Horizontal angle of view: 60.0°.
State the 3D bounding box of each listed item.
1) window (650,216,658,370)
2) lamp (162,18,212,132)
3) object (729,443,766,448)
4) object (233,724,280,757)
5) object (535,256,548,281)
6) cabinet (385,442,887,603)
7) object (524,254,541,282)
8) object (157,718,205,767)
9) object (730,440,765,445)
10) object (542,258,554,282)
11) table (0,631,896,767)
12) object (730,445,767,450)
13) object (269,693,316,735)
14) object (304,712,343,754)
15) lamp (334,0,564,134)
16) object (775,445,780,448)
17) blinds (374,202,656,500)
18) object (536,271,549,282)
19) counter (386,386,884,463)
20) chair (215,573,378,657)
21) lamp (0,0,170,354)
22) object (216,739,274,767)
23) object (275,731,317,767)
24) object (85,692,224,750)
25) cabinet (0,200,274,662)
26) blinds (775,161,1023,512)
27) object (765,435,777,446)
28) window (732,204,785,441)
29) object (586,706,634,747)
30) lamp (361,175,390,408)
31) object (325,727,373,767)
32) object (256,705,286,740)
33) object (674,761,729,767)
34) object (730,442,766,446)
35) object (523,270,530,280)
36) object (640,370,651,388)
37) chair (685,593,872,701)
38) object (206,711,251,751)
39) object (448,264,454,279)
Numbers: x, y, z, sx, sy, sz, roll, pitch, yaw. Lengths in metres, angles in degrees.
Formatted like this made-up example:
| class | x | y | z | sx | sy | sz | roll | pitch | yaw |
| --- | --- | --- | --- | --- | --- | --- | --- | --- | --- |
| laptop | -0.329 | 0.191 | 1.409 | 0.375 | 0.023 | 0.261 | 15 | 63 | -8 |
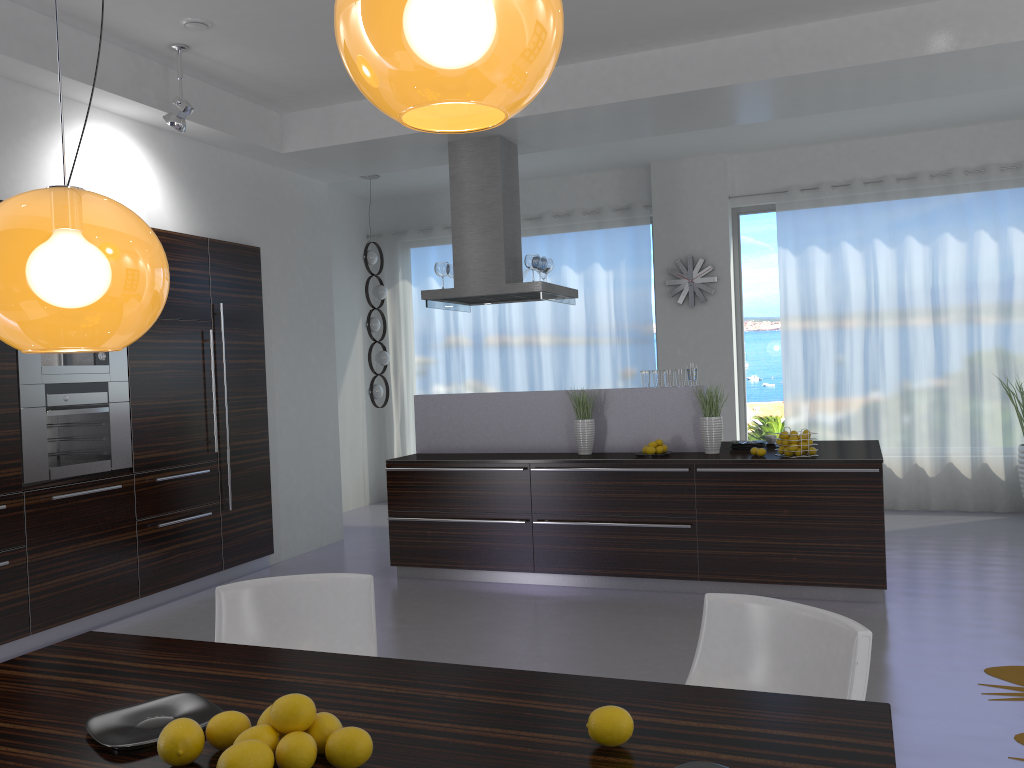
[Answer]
| class | x | y | z | sx | sy | sz | roll | pitch | yaw |
| --- | --- | --- | --- | --- | --- | --- | --- | --- | --- |
| window | 0.183 | -0.448 | 9.807 | 3.000 | 2.500 | 0.100 | -2 | 1 | 21 |
| lamp | -1.914 | -1.790 | 5.224 | 0.171 | 0.511 | 0.605 | -3 | 1 | -37 |
| object | 1.627 | 0.427 | 6.115 | 0.232 | 0.020 | 0.232 | -2 | 1 | 30 |
| object | -0.446 | 0.633 | 1.547 | 0.081 | 0.071 | 0.069 | -2 | 1 | -2 |
| object | 0.214 | -0.866 | 6.833 | 0.125 | 0.221 | 0.125 | -3 | 1 | -44 |
| cabinet | 0.874 | 0.900 | 6.352 | 3.285 | 0.852 | 1.377 | -2 | 1 | 21 |
| object | 0.158 | -0.861 | 6.685 | 0.125 | 0.221 | 0.125 | -3 | 1 | -44 |
| object | -0.586 | 0.635 | 1.572 | 0.079 | 0.077 | 0.094 | -2 | 1 | -5 |
| object | 1.493 | 0.347 | 6.249 | 0.269 | 0.147 | 0.646 | -3 | 1 | -44 |
| object | 0.268 | -0.870 | 6.969 | 0.125 | 0.221 | 0.125 | -3 | 1 | -44 |
| table | -0.408 | 1.058 | 1.572 | 2.046 | 0.783 | 1.127 | -2 | 1 | 21 |
| object | 1.627 | 0.437 | 6.115 | 0.232 | 0.020 | 0.232 | -2 | 1 | 30 |
| object | -0.389 | 0.586 | 1.574 | 0.083 | 0.068 | 0.070 | -2 | 1 | 25 |
| object | -0.339 | 0.629 | 1.597 | 0.070 | 0.068 | 0.083 | -2 | 1 | -10 |
| lamp | -0.126 | -1.239 | 1.388 | 0.358 | 1.645 | 0.359 | -2 | 1 | 32 |
| object | 1.877 | 0.404 | 6.028 | 0.153 | 0.069 | 0.153 | -2 | 1 | -5 |
| blinds | -0.042 | -0.249 | 9.661 | 3.245 | 3.112 | 0.120 | -2 | 1 | 21 |
| object | 0.257 | -0.850 | 7.212 | 0.137 | 0.174 | 0.137 | -3 | 1 | -14 |
| counter | 0.870 | 0.676 | 6.358 | 3.291 | 1.300 | 1.302 | -2 | 1 | 21 |
| chair | -0.660 | 1.040 | 2.701 | 0.508 | 0.805 | 0.620 | -2 | 1 | -9 |
| lamp | -0.882 | -1.048 | 1.686 | 0.359 | 1.974 | 0.358 | -2 | 1 | 27 |
| object | -0.441 | 0.631 | 1.465 | 0.094 | 0.077 | 0.079 | -3 | 1 | -25 |
| object | -0.369 | 0.631 | 1.518 | 0.070 | 0.068 | 0.083 | -2 | 1 | -10 |
| object | -0.705 | 0.668 | 1.752 | 0.232 | 0.020 | 0.232 | -3 | 1 | -40 |
| cabinet | -2.831 | 0.242 | 5.367 | 0.669 | 2.500 | 3.600 | -2 | 1 | 21 |
| blinds | 3.929 | -0.389 | 8.106 | 2.830 | 3.112 | 0.120 | -2 | 1 | 21 |
| object | 1.840 | 0.401 | 6.298 | 0.153 | 0.069 | 0.153 | -3 | 1 | -35 |
| window | 3.674 | -0.571 | 8.441 | 3.000 | 2.500 | 0.100 | -2 | 1 | 21 |
| object | 0.174 | 0.608 | 1.576 | 0.083 | 0.068 | 0.070 | -2 | 1 | 25 |
| lamp | -1.401 | -0.937 | 9.084 | 0.180 | 2.370 | 0.367 | -2 | 1 | 15 |
| object | -0.282 | 0.628 | 1.529 | 0.083 | 0.068 | 0.070 | -2 | 1 | 25 |
| object | -0.425 | 0.626 | 1.627 | 0.076 | 0.080 | 0.094 | -2 | 1 | 23 |
| object | 0.298 | 0.633 | 1.326 | 0.232 | 0.020 | 0.232 | -3 | 1 | -40 |
| object | 1.626 | 0.417 | 6.114 | 0.232 | 0.020 | 0.232 | -2 | 1 | 25 |
| object | 0.080 | -0.843 | 7.281 | 0.137 | 0.174 | 0.137 | -3 | 1 | -14 |
| object | 0.932 | -0.034 | 6.176 | 0.072 | 0.119 | 0.071 | -3 | 1 | -19 |
| chair | 0.547 | 0.998 | 2.218 | 0.620 | 0.805 | 0.508 | -3 | 1 | -34 |
| object | -0.520 | 0.636 | 1.627 | 0.083 | 0.068 | 0.070 | -2 | 1 | 25 |
| object | -0.456 | -0.842 | 7.070 | 0.125 | 0.221 | 0.125 | -3 | 1 | -44 |
